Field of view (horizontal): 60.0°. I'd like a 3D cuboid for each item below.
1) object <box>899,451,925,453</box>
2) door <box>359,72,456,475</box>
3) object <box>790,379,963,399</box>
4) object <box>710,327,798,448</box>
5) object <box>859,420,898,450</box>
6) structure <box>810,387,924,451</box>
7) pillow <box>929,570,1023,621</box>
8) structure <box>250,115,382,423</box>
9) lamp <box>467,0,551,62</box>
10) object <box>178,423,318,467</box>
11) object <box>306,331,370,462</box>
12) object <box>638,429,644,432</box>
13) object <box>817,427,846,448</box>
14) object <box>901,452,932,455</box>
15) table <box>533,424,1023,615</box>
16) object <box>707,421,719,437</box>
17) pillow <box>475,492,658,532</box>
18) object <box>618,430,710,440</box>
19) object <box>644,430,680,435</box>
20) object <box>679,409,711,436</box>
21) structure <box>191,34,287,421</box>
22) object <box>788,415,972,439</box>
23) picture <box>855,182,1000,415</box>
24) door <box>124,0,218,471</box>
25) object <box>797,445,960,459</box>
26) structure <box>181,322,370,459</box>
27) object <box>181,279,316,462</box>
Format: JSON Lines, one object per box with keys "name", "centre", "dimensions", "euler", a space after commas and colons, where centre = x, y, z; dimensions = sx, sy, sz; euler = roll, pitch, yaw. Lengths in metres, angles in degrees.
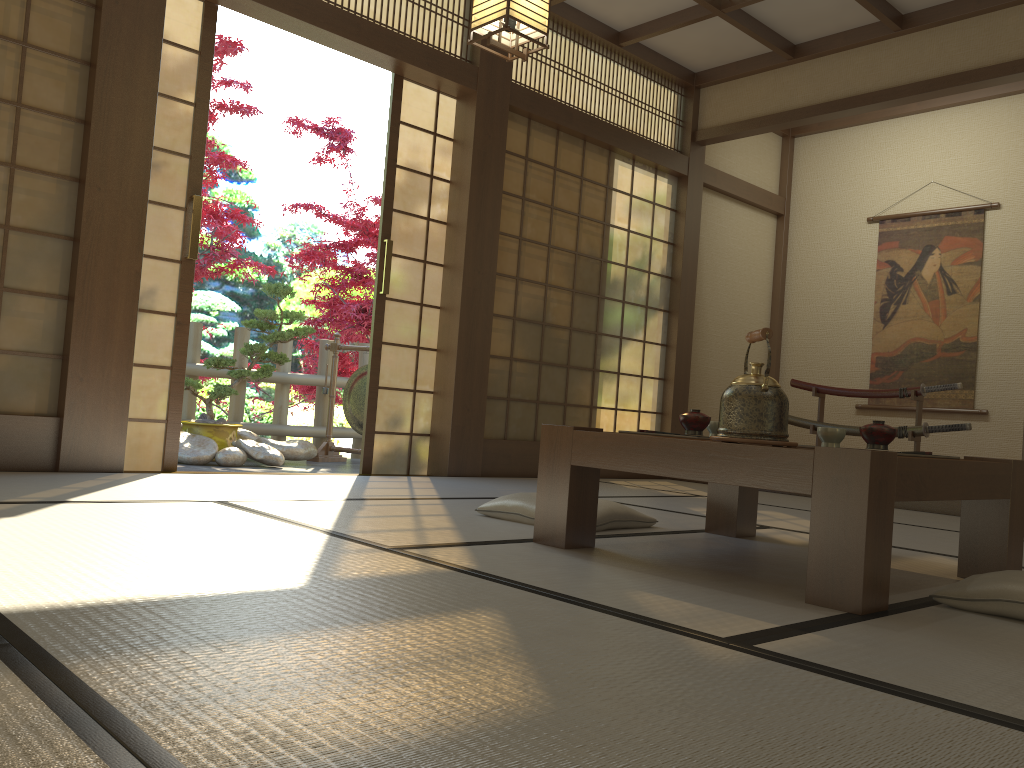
{"name": "object", "centre": [1.058, 0.180, 2.345], "dimensions": [0.008, 0.008, 0.200], "euler": [3, -3, 41]}
{"name": "door", "centre": [-0.043, -0.532, 5.541], "dimensions": [1.894, 2.380, 0.073], "euler": [6, -3, -43]}
{"name": "object", "centre": [2.434, 0.037, 6.016], "dimensions": [0.086, 0.121, 1.186], "euler": [6, -3, -41]}
{"name": "object", "centre": [0.628, 0.008, 2.285], "dimensions": [0.226, 0.296, 0.219], "euler": [2, -3, 42]}
{"name": "object", "centre": [1.017, 0.142, 2.464], "dimensions": [0.100, 0.080, 0.100], "euler": [6, -3, -43]}
{"name": "structure", "centre": [2.414, 0.339, 6.067], "dimensions": [0.446, 0.604, 0.712], "euler": [6, -3, -43]}
{"name": "pillow", "centre": [1.316, 0.504, 2.030], "dimensions": [0.486, 0.107, 0.496], "euler": [6, -3, -39]}
{"name": "structure", "centre": [-0.931, -1.112, 9.496], "dimensions": [3.045, 4.004, 3.412], "euler": [6, -3, -40]}
{"name": "lamp", "centre": [0.025, -1.855, 3.486], "dimensions": [0.240, 1.129, 0.240], "euler": [6, -3, -43]}
{"name": "object", "centre": [-2.040, 0.429, 6.394], "dimensions": [1.147, 0.276, 1.260], "euler": [2, -3, 43]}
{"name": "object", "centre": [-1.101, 0.120, 7.042], "dimensions": [1.045, 1.061, 0.368], "euler": [3, -2, 26]}
{"name": "object", "centre": [0.476, 0.156, 2.875], "dimensions": [0.200, 0.008, 0.008], "euler": [6, -3, -42]}
{"name": "object", "centre": [0.859, 0.144, 2.386], "dimensions": [0.074, 0.052, 0.073], "euler": [4, -2, 0]}
{"name": "object", "centre": [1.065, 0.180, 2.334], "dimensions": [0.200, 0.008, 0.008], "euler": [6, -3, -45]}
{"name": "table", "centre": [0.779, 0.345, 2.592], "dimensions": [1.000, 0.350, 1.000], "euler": [6, -3, -43]}
{"name": "object", "centre": [0.672, 0.149, 2.905], "dimensions": [0.074, 0.052, 0.073], "euler": [4, -2, 0]}
{"name": "pillow", "centre": [0.202, 0.464, 3.232], "dimensions": [0.486, 0.107, 0.496], "euler": [3, -3, 41]}
{"name": "object", "centre": [0.582, 0.169, 2.819], "dimensions": [0.400, 0.007, 0.300], "euler": [6, -3, -43]}
{"name": "object", "centre": [0.488, 0.156, 2.862], "dimensions": [0.008, 0.008, 0.200], "euler": [2, -3, 43]}
{"name": "object", "centre": [0.569, 0.119, 2.767], "dimensions": [0.100, 0.080, 0.100], "euler": [6, -3, -43]}
{"name": "structure", "centre": [-3.484, -1.397, 7.009], "dimensions": [3.412, 4.004, 3.045], "euler": [5, -2, -10]}
{"name": "object", "centre": [2.400, 0.287, 6.025], "dimensions": [0.100, 0.144, 1.369], "euler": [6, -3, -41]}
{"name": "picture", "centre": [3.062, -0.653, 6.575], "dimensions": [0.038, 1.725, 0.952], "euler": [6, -3, -43]}
{"name": "door", "centre": [-2.176, -0.767, 3.557], "dimensions": [1.894, 2.380, 0.073], "euler": [6, -3, -43]}
{"name": "object", "centre": [0.993, 0.186, 2.426], "dimensions": [0.400, 0.007, 0.300], "euler": [6, -3, -43]}
{"name": "structure", "centre": [-2.446, 0.073, 6.888], "dimensions": [7.456, 1.136, 0.245], "euler": [6, -3, -43]}
{"name": "object", "centre": [-1.966, -0.117, 6.462], "dimensions": [1.032, 1.362, 0.586], "euler": [5, -2, -17]}
